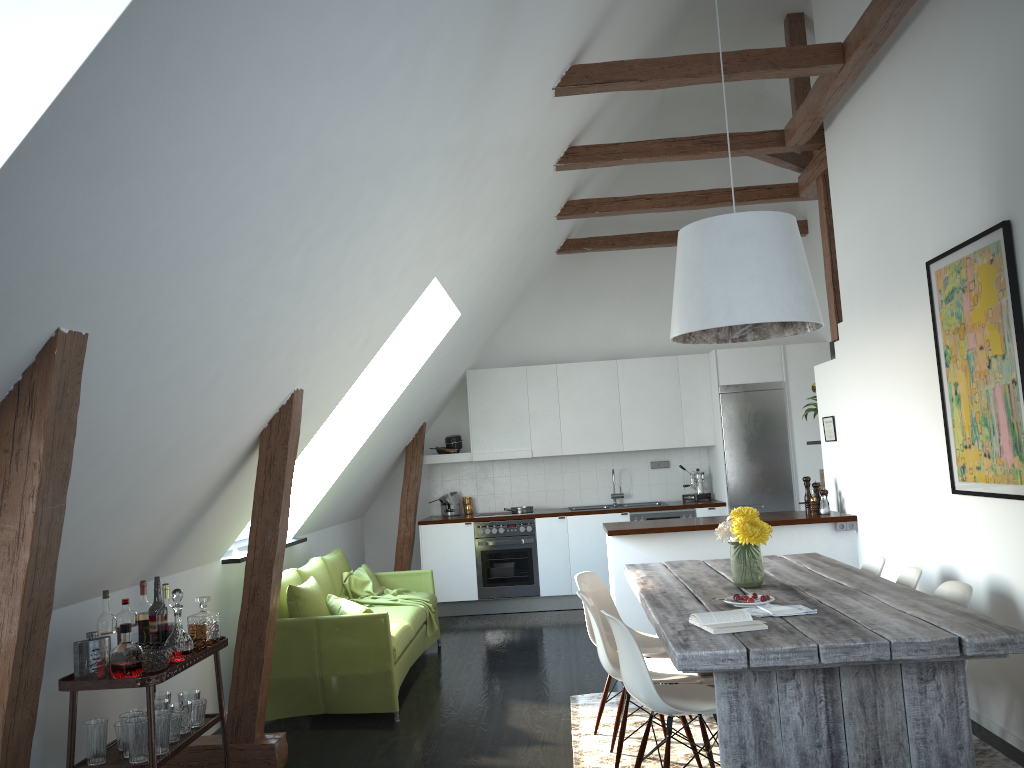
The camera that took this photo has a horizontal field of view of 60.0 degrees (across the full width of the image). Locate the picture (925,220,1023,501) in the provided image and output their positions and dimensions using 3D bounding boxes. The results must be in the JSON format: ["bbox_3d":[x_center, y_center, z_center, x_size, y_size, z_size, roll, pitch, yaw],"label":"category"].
[{"bbox_3d":[2.151,-0.071,4.089,0.036,1.181,0.808,-4,-5,3],"label":"picture"}]

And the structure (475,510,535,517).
[{"bbox_3d":[-0.061,1.298,8.738,0.574,0.041,0.504,-4,-5,3],"label":"structure"}]

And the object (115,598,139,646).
[{"bbox_3d":[-1.596,1.020,3.671,0.067,0.257,0.099,-4,-5,8],"label":"object"}]

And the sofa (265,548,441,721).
[{"bbox_3d":[-1.079,1.628,6.137,0.898,0.825,2.093,-4,-5,2],"label":"sofa"}]

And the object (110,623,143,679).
[{"bbox_3d":[-1.447,1.004,3.327,0.087,0.206,0.087,-6,-6,28],"label":"object"}]

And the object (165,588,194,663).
[{"bbox_3d":[-1.361,0.982,3.615,0.114,0.292,0.114,-1,-5,-25],"label":"object"}]

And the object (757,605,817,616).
[{"bbox_3d":[1.062,0.871,3.428,0.182,0.016,0.179,-3,-5,-2],"label":"object"}]

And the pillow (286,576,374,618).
[{"bbox_3d":[-1.033,1.364,5.385,0.600,0.387,0.475,-4,-5,0],"label":"pillow"}]

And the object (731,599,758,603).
[{"bbox_3d":[0.953,0.888,3.628,0.110,0.011,0.058,-4,-5,7],"label":"object"}]

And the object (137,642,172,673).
[{"bbox_3d":[-1.428,1.074,3.478,0.245,0.092,0.151,-7,-6,32],"label":"object"}]

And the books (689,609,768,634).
[{"bbox_3d":[0.783,0.861,3.234,0.202,0.042,0.251,-3,-5,-9],"label":"books"}]

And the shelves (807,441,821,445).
[{"bbox_3d":[2.686,0.695,6.838,0.660,0.553,0.408,-4,-5,3],"label":"shelves"}]

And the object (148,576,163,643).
[{"bbox_3d":[-1.504,0.985,3.769,0.080,0.329,0.080,-3,-5,-7],"label":"object"}]

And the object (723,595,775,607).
[{"bbox_3d":[0.970,0.891,3.629,0.205,0.024,0.205,-3,-5,-5],"label":"object"}]

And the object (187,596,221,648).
[{"bbox_3d":[-1.359,1.046,3.910,0.101,0.211,0.101,-5,-5,18],"label":"object"}]

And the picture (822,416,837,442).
[{"bbox_3d":[2.304,0.326,6.430,0.023,0.182,0.250,-4,-5,3],"label":"picture"}]

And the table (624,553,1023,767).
[{"bbox_3d":[1.185,1.313,4.000,1.141,0.788,2.421,-4,-5,3],"label":"table"}]

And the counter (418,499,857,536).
[{"bbox_3d":[0.735,1.150,7.595,3.365,0.038,3.085,-4,-5,3],"label":"counter"}]

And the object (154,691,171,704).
[{"bbox_3d":[-1.532,1.409,3.860,0.095,0.119,0.095,0,-6,-35],"label":"object"}]

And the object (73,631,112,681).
[{"bbox_3d":[-1.578,1.029,3.344,0.052,0.182,0.135,-8,-6,40],"label":"object"}]

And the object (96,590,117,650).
[{"bbox_3d":[-1.585,0.970,3.470,0.073,0.320,0.073,-3,-5,-7],"label":"object"}]

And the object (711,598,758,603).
[{"bbox_3d":[0.914,0.884,3.626,0.194,0.022,0.019,-5,-5,18],"label":"object"}]

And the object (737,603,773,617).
[{"bbox_3d":[0.980,0.879,3.448,0.182,0.014,0.185,-2,-5,-23],"label":"object"}]

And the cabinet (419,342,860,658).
[{"bbox_3d":[1.148,0.844,7.623,4.208,2.369,3.033,-4,-5,3],"label":"cabinet"}]

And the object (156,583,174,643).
[{"bbox_3d":[-1.442,0.989,3.703,0.081,0.307,0.081,-4,-5,8],"label":"object"}]

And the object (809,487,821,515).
[{"bbox_3d":[2.147,0.829,6.289,0.080,0.192,0.058,-3,-5,-13],"label":"object"}]

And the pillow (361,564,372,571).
[{"bbox_3d":[-1.141,1.564,6.907,0.210,0.275,0.462,-4,-5,1],"label":"pillow"}]

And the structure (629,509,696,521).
[{"bbox_3d":[1.454,1.574,8.561,0.612,0.725,0.582,-4,-5,3],"label":"structure"}]

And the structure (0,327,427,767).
[{"bbox_3d":[-1.619,0.802,2.648,1.023,1.963,12.350,-4,-5,3],"label":"structure"}]

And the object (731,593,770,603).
[{"bbox_3d":[0.983,0.879,3.639,0.132,0.034,0.144,-1,-5,-25],"label":"object"}]

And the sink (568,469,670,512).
[{"bbox_3d":[1.029,1.103,8.769,0.963,0.519,0.671,-4,-5,3],"label":"sink"}]

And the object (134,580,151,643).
[{"bbox_3d":[-1.602,1.012,3.863,0.081,0.308,0.081,-3,-5,-5],"label":"object"}]

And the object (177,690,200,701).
[{"bbox_3d":[-1.403,1.401,3.857,0.095,0.119,0.095,0,-6,-35],"label":"object"}]

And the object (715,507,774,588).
[{"bbox_3d":[1.084,0.751,4.102,0.233,0.365,0.293,-1,-6,-26],"label":"object"}]

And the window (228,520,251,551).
[{"bbox_3d":[0.659,-1.444,2.868,5.959,4.249,8.018,-4,-5,3],"label":"window"}]

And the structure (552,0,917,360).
[{"bbox_3d":[3.167,-2.464,0.979,10.230,3.562,15.910,-4,-5,8],"label":"structure"}]

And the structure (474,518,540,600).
[{"bbox_3d":[-0.031,1.688,8.718,0.583,0.725,0.749,-4,-5,3],"label":"structure"}]

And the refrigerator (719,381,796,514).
[{"bbox_3d":[2.323,0.923,8.306,0.609,1.868,0.031,-4,-5,3],"label":"refrigerator"}]

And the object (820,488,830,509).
[{"bbox_3d":[2.227,0.830,6.312,0.058,0.184,0.058,-4,-5,-1],"label":"object"}]

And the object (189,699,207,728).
[{"bbox_3d":[-1.341,1.399,3.765,0.092,0.099,0.092,-2,-5,-19],"label":"object"}]

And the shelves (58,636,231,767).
[{"bbox_3d":[-1.453,1.478,3.600,0.438,0.732,0.803,-4,-5,-1],"label":"shelves"}]
